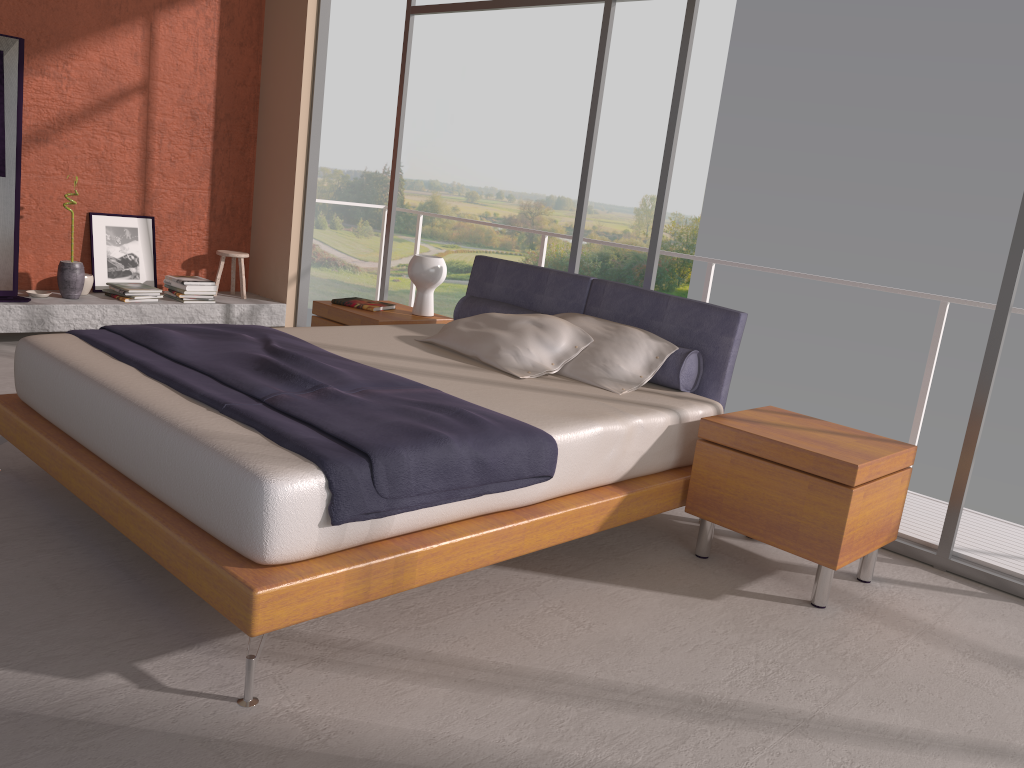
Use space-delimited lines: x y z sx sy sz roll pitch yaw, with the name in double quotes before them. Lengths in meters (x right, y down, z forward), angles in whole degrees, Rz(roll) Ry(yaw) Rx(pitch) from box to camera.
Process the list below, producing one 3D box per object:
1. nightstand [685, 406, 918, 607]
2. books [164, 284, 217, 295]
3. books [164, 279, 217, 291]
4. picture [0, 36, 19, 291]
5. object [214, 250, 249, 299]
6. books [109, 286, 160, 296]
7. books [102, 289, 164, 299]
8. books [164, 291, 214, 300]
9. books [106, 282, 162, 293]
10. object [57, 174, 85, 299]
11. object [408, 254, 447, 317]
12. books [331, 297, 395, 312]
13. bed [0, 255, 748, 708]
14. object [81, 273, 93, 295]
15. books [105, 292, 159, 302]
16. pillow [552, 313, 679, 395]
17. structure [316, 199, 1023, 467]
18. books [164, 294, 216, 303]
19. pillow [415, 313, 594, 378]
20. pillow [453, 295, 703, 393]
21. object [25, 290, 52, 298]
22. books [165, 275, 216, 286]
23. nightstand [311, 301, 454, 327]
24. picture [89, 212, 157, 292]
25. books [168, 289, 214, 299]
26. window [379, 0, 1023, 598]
"nightstand" 1.109 0.454 3.471 0.628 0.556 0.562 18 16 41
"books" -2.341 -0.689 6.456 0.247 0.027 0.328 -5 17 -45
"books" -2.337 -0.721 6.449 0.319 0.038 0.247 17 16 39
"picture" -3.402 -1.286 5.023 0.126 1.496 1.129 18 16 41
"object" -2.145 -0.841 6.826 0.260 0.349 0.257 10 12 11
"books" -2.632 -0.651 6.188 0.247 0.025 0.287 -5 17 -44
"books" -2.647 -0.632 6.200 0.328 0.018 0.247 13 13 26
"books" -2.352 -0.643 6.470 0.287 0.018 0.247 18 16 41
"books" -2.634 -0.672 6.186 0.328 0.018 0.247 17 15 38
"object" -2.892 -0.963 5.826 0.165 0.810 0.165 2 13 -24
"object" -0.496 -0.565 5.099 0.224 0.338 0.224 -1 15 -35
"books" -0.864 -0.466 5.182 0.287 0.025 0.247 12 13 23
"bed" -0.472 0.018 3.634 2.017 0.959 2.462 18 16 41
"object" -2.975 -0.684 6.092 0.179 0.137 0.180 -1 15 -34
"books" -2.653 -0.607 6.189 0.287 0.025 0.247 17 15 38
"pillow" 0.329 -0.152 4.005 0.400 0.265 0.791 -4 17 -43
"structure" 1.393 -0.066 4.640 7.689 1.005 0.728 18 16 41
"books" -2.350 -0.624 6.470 0.247 0.018 0.328 -5 17 -45
"pillow" -0.055 -0.214 4.111 0.431 0.264 0.869 -3 16 -39
"pillow" 0.271 -0.220 4.333 1.470 0.201 0.205 18 16 41
"object" -3.104 -0.583 5.815 0.152 0.040 0.152 5 12 -12
"books" -2.338 -0.753 6.447 0.287 0.025 0.247 18 16 41
"nightstand" -0.777 -0.162 5.214 0.628 0.556 0.562 18 16 41
"picture" -2.784 -0.935 6.366 0.117 0.550 0.458 18 16 41
"books" -2.334 -0.658 6.447 0.247 0.025 0.287 -2 15 -36
"window" 1.377 -0.948 4.017 6.106 3.133 0.075 18 16 41
